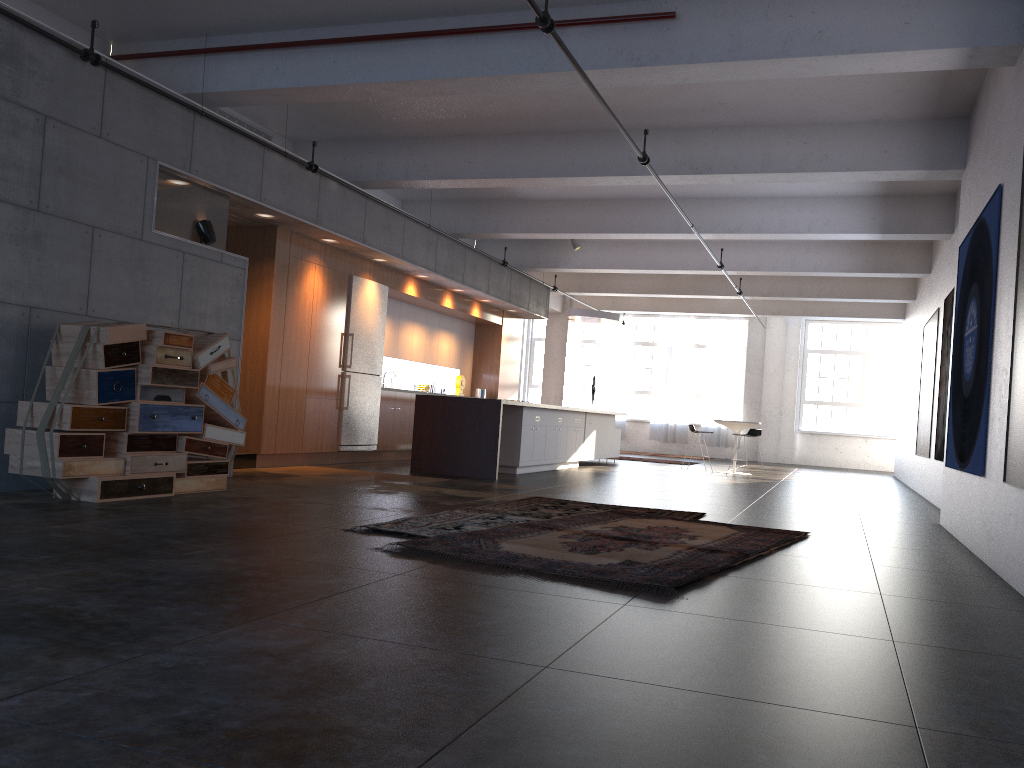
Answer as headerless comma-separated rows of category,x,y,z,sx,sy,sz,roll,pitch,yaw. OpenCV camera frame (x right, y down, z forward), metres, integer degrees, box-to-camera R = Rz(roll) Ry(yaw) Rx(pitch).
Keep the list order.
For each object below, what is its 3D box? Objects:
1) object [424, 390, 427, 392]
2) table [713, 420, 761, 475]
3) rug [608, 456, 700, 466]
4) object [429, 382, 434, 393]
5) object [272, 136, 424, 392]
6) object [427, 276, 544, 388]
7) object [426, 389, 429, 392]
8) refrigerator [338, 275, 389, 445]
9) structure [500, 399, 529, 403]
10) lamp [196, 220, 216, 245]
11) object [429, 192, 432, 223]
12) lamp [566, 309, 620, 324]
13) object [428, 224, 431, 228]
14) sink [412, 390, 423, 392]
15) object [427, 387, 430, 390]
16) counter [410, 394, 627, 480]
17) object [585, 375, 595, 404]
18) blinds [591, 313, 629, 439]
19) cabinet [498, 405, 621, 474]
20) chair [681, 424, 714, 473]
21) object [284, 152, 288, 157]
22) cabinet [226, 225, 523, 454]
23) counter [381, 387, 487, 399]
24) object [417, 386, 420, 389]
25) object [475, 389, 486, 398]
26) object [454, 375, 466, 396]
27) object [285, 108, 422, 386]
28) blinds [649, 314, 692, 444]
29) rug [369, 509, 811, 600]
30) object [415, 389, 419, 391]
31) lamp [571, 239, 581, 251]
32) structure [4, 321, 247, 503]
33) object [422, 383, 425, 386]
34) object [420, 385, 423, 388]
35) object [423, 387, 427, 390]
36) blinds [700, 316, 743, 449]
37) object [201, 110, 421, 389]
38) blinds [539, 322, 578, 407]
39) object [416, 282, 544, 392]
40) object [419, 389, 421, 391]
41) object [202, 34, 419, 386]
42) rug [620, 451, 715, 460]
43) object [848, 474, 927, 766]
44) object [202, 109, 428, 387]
object,-0.437,-0.909,15.646,0.056,2.309,2.981,3,-2,39
table,4.062,1.152,16.089,0.817,0.951,0.840,4,-1,20
rug,2.540,1.609,19.172,2.846,0.029,1.880,3,-2,19
object,-1.388,0.067,15.261,0.059,0.209,0.146,4,-1,20
object,-2.455,-1.457,11.808,0.057,2.866,6.042,4,-2,22
object,-1.387,0.029,14.571,0.056,0.060,0.054,3,-2,42
object,-1.405,0.116,14.604,0.061,0.057,0.051,5,-2,-34
refrigerator,-2.025,-0.286,11.836,0.217,2.190,0.968,4,-1,18
structure,-0.018,0.274,13.118,0.505,0.071,0.649,3,-2,20
lamp,-2.841,-1.390,8.185,0.212,0.258,0.171,4,-1,1
object,-1.425,0.064,14.558,0.065,0.053,0.050,5,-2,-33
lamp,1.400,-1.268,16.626,1.025,0.130,1.062,5,-2,-24
object,-1.443,0.068,14.611,0.051,0.053,0.063,3,-2,26
sink,-1.688,0.189,13.645,0.516,0.192,0.739,3,-2,20
object,-4.618,-1.402,9.627,0.061,2.209,12.055,3,-2,34
counter,0.472,0.826,13.933,1.126,0.971,6.748,3,-2,20
object,1.894,0.729,22.320,1.164,1.919,1.070,4,-1,19
blinds,2.727,-0.343,24.230,1.019,3.673,0.366,4,-1,18
cabinet,0.694,0.890,14.510,0.909,0.930,5.727,3,-2,20
chair,3.359,1.189,15.975,0.507,0.895,0.462,4,-1,-4
object,-1.419,0.024,14.612,0.062,0.051,0.053,4,-1,12
cabinet,-2.390,-0.335,14.074,2.347,2.561,8.219,3,-2,20
counter,-1.803,0.143,14.658,1.585,0.039,4.522,3,-2,20
object,-1.526,0.061,14.512,0.053,0.054,0.062,4,-1,11
object,-0.576,0.179,16.341,0.193,0.170,0.188,5,-2,-22
object,-0.915,0.037,15.781,0.098,0.381,0.278,4,-1,20
object,-1.506,0.013,14.503,0.051,0.059,0.058,5,-2,-36
blinds,4.315,-0.263,23.696,1.024,3.696,0.343,4,-1,15
rug,0.791,1.035,5.894,1.842,0.048,3.589,3,-2,29
object,-5.047,0.209,9.056,0.053,1.095,12.999,3,-2,33
lamp,1.075,-2.416,15.086,0.221,0.286,0.132,4,-1,3
structure,-2.802,0.188,6.826,0.629,1.314,1.940,4,-2,20
object,-2.608,-1.281,9.765,0.058,2.164,10.006,4,-2,14
object,-1.872,-1.146,11.773,0.056,2.189,5.677,4,-2,10
object,-1.270,-1.053,13.327,0.053,2.227,2.405,4,-1,-4
blinds,5.598,-0.194,23.277,1.017,3.750,0.346,4,-1,16
object,-1.502,0.076,14.570,0.052,0.053,0.061,5,-2,-27
blinds,1.333,-0.425,24.724,1.012,3.712,0.319,4,-1,17
object,-5.169,0.141,9.047,0.931,1.214,13.441,3,-2,31
object,-1.496,0.116,14.521,0.050,0.055,0.061,4,-1,10
object,-1.526,0.027,14.567,0.052,0.053,0.062,5,-2,-22
rug,3.544,1.808,22.782,3.089,0.009,1.839,3,-2,18
object,-1.520,1.231,11.343,19.479,0.001,27.581,3,-2,20
object,-2.056,-1.179,11.184,0.053,2.168,6.929,4,-2,12
